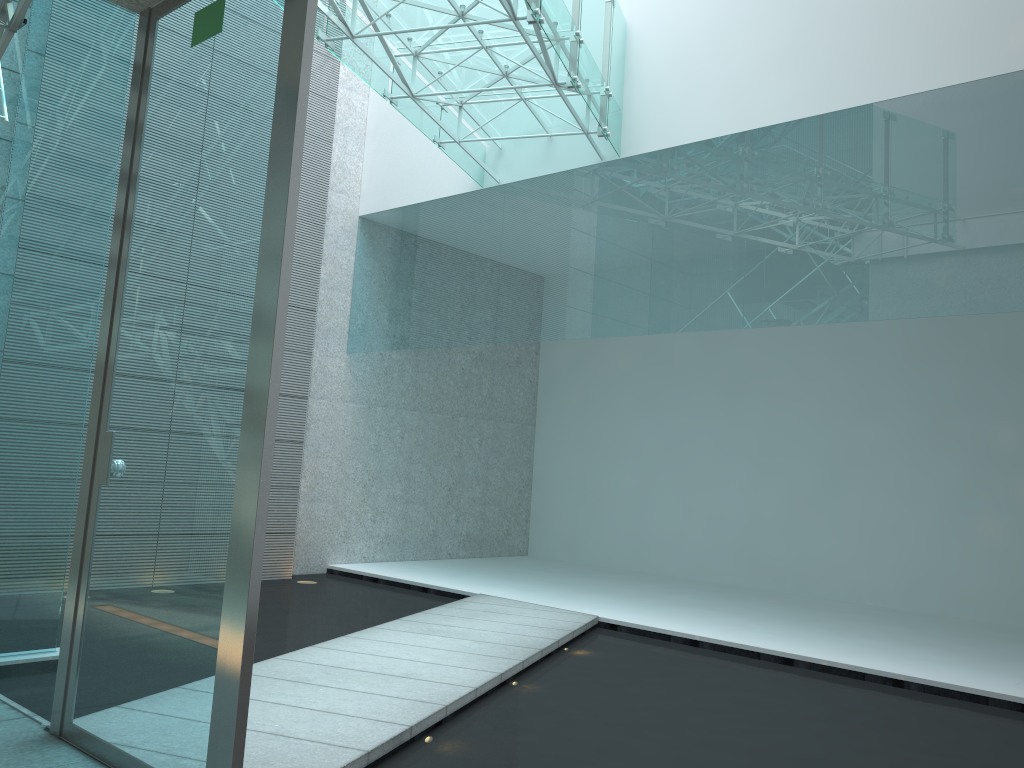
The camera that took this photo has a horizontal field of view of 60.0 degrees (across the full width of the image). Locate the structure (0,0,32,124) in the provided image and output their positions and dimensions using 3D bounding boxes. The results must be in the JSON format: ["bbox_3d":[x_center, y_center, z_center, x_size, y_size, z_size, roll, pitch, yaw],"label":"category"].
[{"bbox_3d":[-2.566,-2.145,2.842,3.293,6.034,1.903,-3,-10,41],"label":"structure"}]

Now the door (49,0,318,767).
[{"bbox_3d":[-0.819,-0.099,2.243,0.864,2.074,0.076,-3,-10,41],"label":"door"}]
